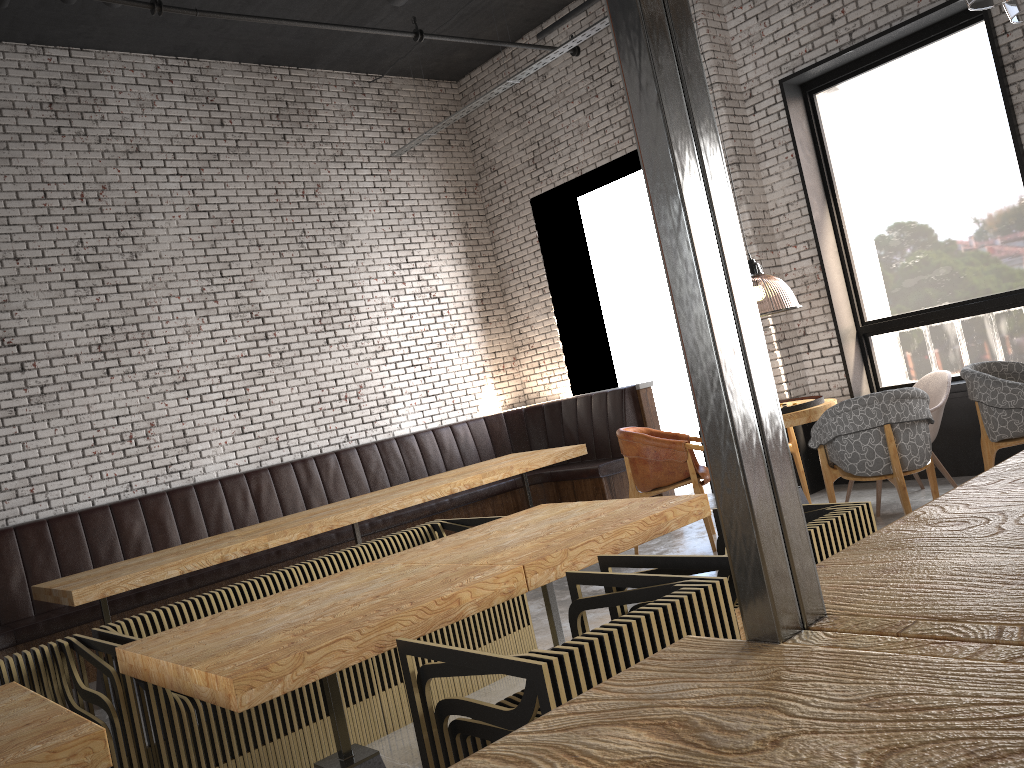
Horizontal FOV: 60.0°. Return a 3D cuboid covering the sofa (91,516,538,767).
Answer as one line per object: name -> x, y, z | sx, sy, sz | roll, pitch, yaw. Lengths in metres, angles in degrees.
sofa -> -0.809, 1.195, 4.038 | 1.809, 0.730, 0.639 | -12, -1, -41

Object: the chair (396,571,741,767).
chair -> 0.198, 0.959, 2.364 | 0.658, 0.730, 0.637 | -11, -2, -38

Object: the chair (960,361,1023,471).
chair -> 2.990, 0.300, 5.114 | 0.682, 0.929, 0.642 | -11, -2, -41

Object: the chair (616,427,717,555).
chair -> 1.089, 0.723, 6.264 | 0.643, 0.929, 0.681 | -12, -1, 12

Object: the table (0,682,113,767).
table -> -1.542, 1.315, 2.079 | 0.998, 0.764, 0.998 | -11, -1, -41

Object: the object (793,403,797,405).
object -> 1.941, 0.137, 6.084 | 0.032, 0.010, 0.032 | -12, -1, 10

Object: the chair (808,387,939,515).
chair -> 2.083, 0.494, 4.965 | 0.681, 0.929, 0.644 | -12, -1, 9

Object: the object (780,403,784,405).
object -> 1.916, 0.145, 6.301 | 0.032, 0.010, 0.032 | -12, -1, 10

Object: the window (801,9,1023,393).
window -> 3.136, -1.281, 6.729 | 0.365, 2.698, 1.531 | -11, -2, -41

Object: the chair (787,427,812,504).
chair -> 1.860, 0.568, 6.979 | 0.613, 0.921, 0.643 | -12, -1, -14

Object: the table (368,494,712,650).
table -> 0.173, 0.960, 3.587 | 0.998, 0.764, 0.998 | -11, -1, -41

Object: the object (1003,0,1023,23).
object -> 0.711, -0.651, 1.241 | 0.101, 0.267, 0.100 | -11, -2, -27

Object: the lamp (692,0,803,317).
lamp -> 1.492, -1.651, 6.206 | 0.536, 2.407, 0.536 | -12, -2, 1

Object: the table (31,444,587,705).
table -> -1.143, 1.277, 6.636 | 4.143, 0.764, 0.998 | -12, -1, -41

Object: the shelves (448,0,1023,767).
shelves -> 0.569, -1.330, 1.093 | 3.666, 5.022, 0.688 | -11, -2, -41

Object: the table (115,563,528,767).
table -> -0.573, 1.114, 2.932 | 0.998, 0.764, 0.998 | -11, -1, -41

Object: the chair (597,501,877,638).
chair -> 0.802, 0.835, 2.914 | 0.658, 0.730, 0.637 | -11, -2, -40

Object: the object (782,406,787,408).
object -> 1.852, 0.155, 6.019 | 0.032, 0.010, 0.032 | -12, -1, 10

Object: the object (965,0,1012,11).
object -> 0.601, -0.629, 1.145 | 0.101, 0.267, 0.100 | -11, -2, -27

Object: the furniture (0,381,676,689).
furniture -> -1.620, 1.188, 7.185 | 6.776, 1.151, 1.913 | -12, -1, -41

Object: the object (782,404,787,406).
object -> 1.909, 0.145, 6.214 | 0.032, 0.010, 0.032 | -12, -1, 10

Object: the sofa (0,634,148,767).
sofa -> -2.190, 1.480, 2.824 | 1.809, 0.730, 0.639 | -12, -1, -41

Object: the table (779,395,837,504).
table -> 1.862, 0.517, 6.219 | 0.932, 0.974, 0.932 | -12, -1, 2

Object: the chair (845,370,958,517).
chair -> 2.723, 0.403, 6.191 | 0.802, 0.851, 0.770 | -12, -1, -1
